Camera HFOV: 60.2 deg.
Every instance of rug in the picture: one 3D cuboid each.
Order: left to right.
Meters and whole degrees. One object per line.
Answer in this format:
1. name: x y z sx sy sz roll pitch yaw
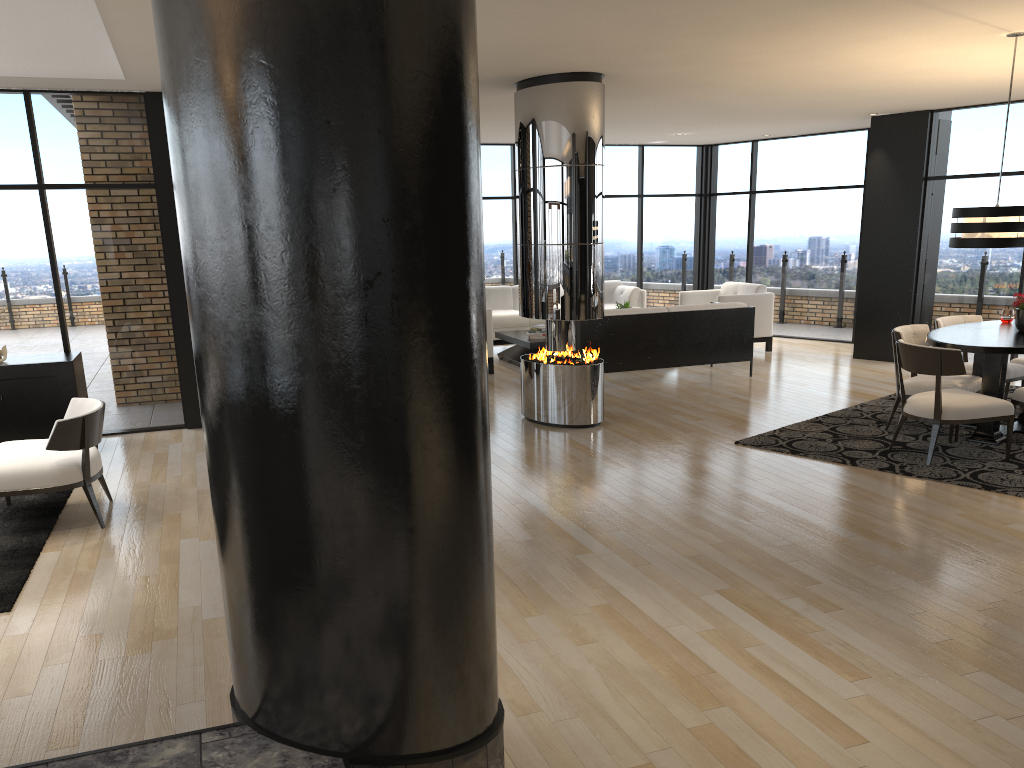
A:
1. rug: -4.114 0.955 4.681 3.024 0.012 2.438 -5 11 -18
2. rug: 3.978 0.350 6.916 3.683 0.011 2.689 -10 13 -41

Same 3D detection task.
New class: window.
1. window: -1.372 -1.885 6.328 15.777 4.892 9.989 -8 13 -32

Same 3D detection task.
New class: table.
1. table: 0.955 -0.477 11.047 2.026 0.359 1.242 -5 11 -19
2. table: 3.913 -0.018 6.786 2.085 0.786 1.195 -10 14 -39

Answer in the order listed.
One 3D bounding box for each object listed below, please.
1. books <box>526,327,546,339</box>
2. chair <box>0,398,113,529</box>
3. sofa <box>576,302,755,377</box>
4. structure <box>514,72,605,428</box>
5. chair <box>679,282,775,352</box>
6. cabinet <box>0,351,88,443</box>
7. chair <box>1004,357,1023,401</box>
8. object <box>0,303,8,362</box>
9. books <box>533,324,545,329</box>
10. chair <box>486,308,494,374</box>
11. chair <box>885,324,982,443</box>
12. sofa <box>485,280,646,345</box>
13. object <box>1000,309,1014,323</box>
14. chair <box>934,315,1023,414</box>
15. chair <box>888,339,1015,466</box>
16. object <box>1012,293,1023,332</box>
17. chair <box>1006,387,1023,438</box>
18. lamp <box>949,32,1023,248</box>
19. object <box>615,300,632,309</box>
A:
1. books: 0.341 -0.607 10.483 0.307 0.129 0.219 2 12 19
2. chair: -2.728 0.482 5.218 0.682 0.690 0.791 -6 13 -19
3. sofa: 1.499 -0.458 9.535 2.026 0.821 0.823 -5 13 -19
4. structure: 0.400 -1.045 7.344 0.582 2.803 0.878 -10 17 -31
5. chair: 2.786 -0.885 11.613 0.852 0.874 0.983 -6 13 -19
6. cabinet: -4.833 0.269 6.536 3.030 0.757 0.610 -5 13 -19
7. chair: 4.691 -0.178 7.474 0.614 0.824 0.631 -6 14 -20
8. object: -3.917 -0.394 6.654 0.256 0.469 0.103 -6 15 -18
9. books: 0.353 -0.681 10.454 0.154 0.027 0.182 -7 11 -28
10. chair: -0.751 -0.584 10.426 0.852 0.874 0.983 -6 13 -19
11. chair: 3.238 -0.022 6.805 0.611 0.824 0.634 10 17 40
12. sofa: 0.488 -0.948 12.307 2.686 0.875 0.839 -5 13 -19
13. object: 4.063 -0.557 7.243 0.094 0.108 0.094 -9 15 -30
14. chair: 3.860 -0.140 7.381 0.638 0.824 0.607 -9 15 -31
15. chair: 2.975 0.115 6.066 0.615 0.824 0.630 -4 13 -13
16. object: 3.894 -0.548 6.663 0.235 0.305 0.226 -12 17 -38
17. chair: 3.931 0.080 6.122 0.641 0.824 0.604 -5 14 -13
18. lamp: 3.238 -1.585 5.805 0.529 1.358 0.530 -14 19 -41
19. object: 1.407 -0.872 11.122 0.212 0.378 0.281 -13 18 -40
